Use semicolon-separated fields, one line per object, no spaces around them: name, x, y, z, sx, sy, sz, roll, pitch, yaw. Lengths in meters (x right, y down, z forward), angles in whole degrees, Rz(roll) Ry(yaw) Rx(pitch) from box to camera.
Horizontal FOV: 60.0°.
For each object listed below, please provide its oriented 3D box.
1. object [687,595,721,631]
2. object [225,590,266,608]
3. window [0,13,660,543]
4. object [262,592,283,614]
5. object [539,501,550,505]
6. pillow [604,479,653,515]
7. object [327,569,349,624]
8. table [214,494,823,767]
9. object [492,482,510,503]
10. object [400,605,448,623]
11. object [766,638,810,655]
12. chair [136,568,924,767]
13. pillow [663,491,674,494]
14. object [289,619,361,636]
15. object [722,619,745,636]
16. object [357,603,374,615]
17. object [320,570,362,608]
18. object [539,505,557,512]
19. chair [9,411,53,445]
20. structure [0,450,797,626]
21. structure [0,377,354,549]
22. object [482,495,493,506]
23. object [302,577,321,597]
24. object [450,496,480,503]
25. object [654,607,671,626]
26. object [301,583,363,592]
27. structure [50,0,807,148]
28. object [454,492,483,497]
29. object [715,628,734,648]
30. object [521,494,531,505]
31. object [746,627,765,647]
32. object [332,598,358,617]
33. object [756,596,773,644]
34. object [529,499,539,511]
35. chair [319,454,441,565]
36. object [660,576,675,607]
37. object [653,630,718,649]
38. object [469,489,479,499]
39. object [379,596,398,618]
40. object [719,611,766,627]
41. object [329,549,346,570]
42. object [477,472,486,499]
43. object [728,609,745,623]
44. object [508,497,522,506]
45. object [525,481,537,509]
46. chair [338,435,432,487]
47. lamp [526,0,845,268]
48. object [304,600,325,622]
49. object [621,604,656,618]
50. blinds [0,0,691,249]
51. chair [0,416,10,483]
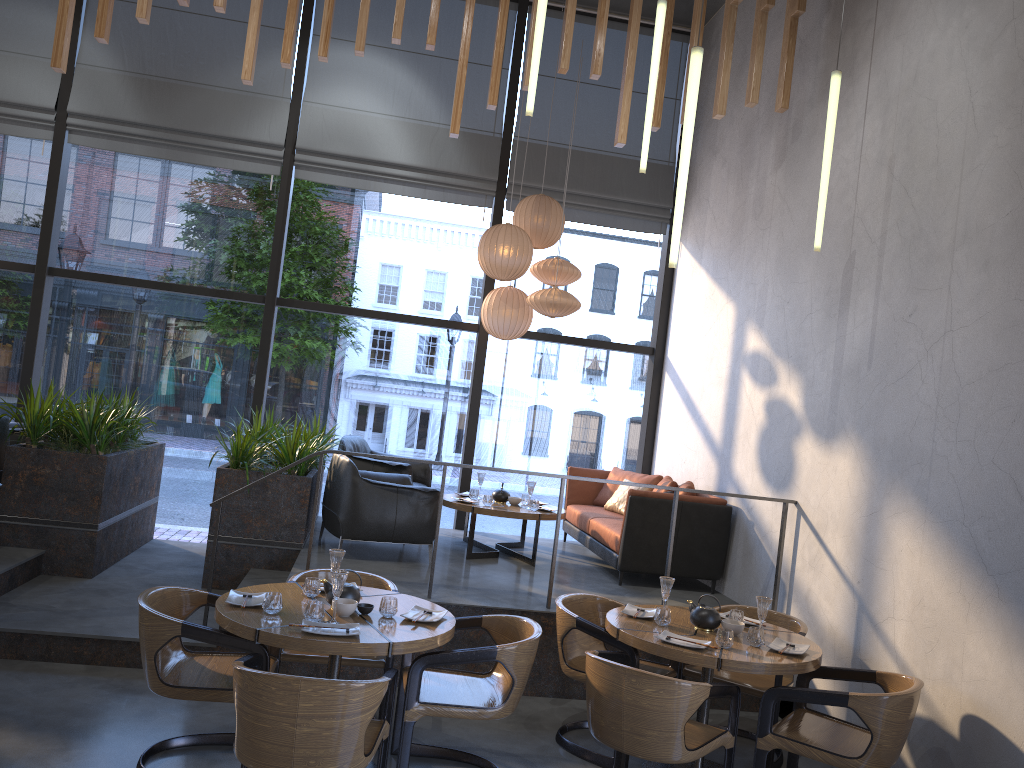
object;1.014;1.190;4.642;0.168;0.179;0.163;7;-2;-5
object;-1.208;0.984;4.028;0.170;0.025;0.294;7;-2;-11
window;-3.361;-1.532;1.981;12.739;5.897;12.900;7;-2;-9
object;-1.056;0.968;3.914;0.086;0.086;0.086;6;-2;17
object;0.219;1.052;7.850;0.170;0.025;0.294;8;-2;-28
pillow;1.064;1.047;8.206;0.289;0.311;0.393;8;-2;-28
object;-0.765;0.930;3.866;0.082;0.227;0.082;8;-2;-39
table;-3.728;0.970;4.139;10.659;0.968;6.876;7;-2;-8
object;-0.091;0.930;7.635;0.163;0.179;0.168;8;-2;-43
object;-0.416;1.082;4.130;0.170;0.025;0.294;7;-2;11
object;1.351;1.300;4.357;0.170;0.025;0.294;6;-2;29
chair;-2.829;1.141;2.703;9.749;0.759;4.352;7;-2;-7
pillow;1.098;1.011;7.020;0.242;0.345;0.418;6;-2;32
object;-0.785;1.026;3.715;0.294;0.025;0.170;7;-2;-12
object;1.139;1.261;4.575;0.116;0.065;0.116;6;-2;17
object;-0.678;1.041;4.089;0.080;0.042;0.080;8;-2;-45
object;-0.790;0.960;4.166;0.168;0.179;0.163;6;-2;29
object;0.284;1.047;7.426;0.170;0.025;0.294;8;-2;-28
chair;-4.366;0.564;7.595;0.833;0.743;1.030;8;-2;-23
structure;-3.050;-0.762;0.621;11.718;4.117;9.054;7;-2;-9
structure;-6.401;0.272;2.253;4.306;1.608;15.715;6;-2;30
object;-0.197;0.953;7.259;0.086;0.086;0.086;7;-2;-5
object;-0.973;0.989;4.311;0.086;0.086;0.086;8;-2;-26
object;-0.375;0.965;7.325;0.170;0.025;0.294;8;-2;-28
object;0.782;1.208;4.604;0.086;0.086;0.086;6;-2;14
object;-0.918;1.033;4.491;0.294;0.025;0.170;8;-2;-24
structure;-2.516;-1.476;0.606;10.399;5.894;10.127;7;-2;-9
object;-0.397;0.977;7.814;0.170;0.025;0.294;6;-2;27
object;1.027;1.228;4.279;0.086;0.086;0.086;8;-2;-37
object;0.121;1.005;7.724;0.086;0.086;0.086;7;-2;-5
object;1.206;1.253;4.388;0.086;0.086;0.086;8;-2;-33
object;-0.761;1.017;4.020;0.116;0.065;0.116;8;-2;-30
object;1.257;1.190;4.464;0.082;0.227;0.082;6;-2;14
object;0.183;1.001;7.317;0.086;0.086;0.086;7;-2;-5
chair;-1.042;0.942;6.911;0.833;0.743;1.030;8;-2;-23
object;0.813;1.144;4.710;0.082;0.227;0.082;8;-2;-37
object;0.840;1.236;4.242;0.294;0.025;0.170;6;-2;29
object;-0.325;0.949;7.636;0.086;0.086;0.086;6;-2;29
object;-0.570;1.031;4.097;0.086;0.086;0.086;7;-2;-6
object;1.280;1.308;4.911;0.170;0.025;0.294;8;-2;-38
object;-0.873;0.932;4.364;0.082;0.227;0.082;6;-2;12
object;-0.278;0.886;7.736;0.082;0.227;0.082;8;-2;-27
object;1.206;1.264;4.770;0.086;0.086;0.086;7;-2;-15
object;0.020;0.999;7.544;0.116;0.065;0.116;6;-2;21
object;0.152;0.928;7.394;0.082;0.227;0.082;6;-2;34
chair;-1.199;0.881;8.127;0.833;0.743;1.030;7;-2;6
lamp;-1.426;-5.530;0.363;8.975;10.231;8.774;7;-2;-10
object;-0.857;0.990;3.848;0.086;0.086;0.086;6;-2;16
object;0.681;1.232;4.767;0.170;0.025;0.294;6;-2;17
blinds;-6.786;-3.682;4.401;8.760;2.314;17.610;6;-2;35
chair;-4.183;0.551;6.426;0.833;0.743;1.030;7;-2;-2
